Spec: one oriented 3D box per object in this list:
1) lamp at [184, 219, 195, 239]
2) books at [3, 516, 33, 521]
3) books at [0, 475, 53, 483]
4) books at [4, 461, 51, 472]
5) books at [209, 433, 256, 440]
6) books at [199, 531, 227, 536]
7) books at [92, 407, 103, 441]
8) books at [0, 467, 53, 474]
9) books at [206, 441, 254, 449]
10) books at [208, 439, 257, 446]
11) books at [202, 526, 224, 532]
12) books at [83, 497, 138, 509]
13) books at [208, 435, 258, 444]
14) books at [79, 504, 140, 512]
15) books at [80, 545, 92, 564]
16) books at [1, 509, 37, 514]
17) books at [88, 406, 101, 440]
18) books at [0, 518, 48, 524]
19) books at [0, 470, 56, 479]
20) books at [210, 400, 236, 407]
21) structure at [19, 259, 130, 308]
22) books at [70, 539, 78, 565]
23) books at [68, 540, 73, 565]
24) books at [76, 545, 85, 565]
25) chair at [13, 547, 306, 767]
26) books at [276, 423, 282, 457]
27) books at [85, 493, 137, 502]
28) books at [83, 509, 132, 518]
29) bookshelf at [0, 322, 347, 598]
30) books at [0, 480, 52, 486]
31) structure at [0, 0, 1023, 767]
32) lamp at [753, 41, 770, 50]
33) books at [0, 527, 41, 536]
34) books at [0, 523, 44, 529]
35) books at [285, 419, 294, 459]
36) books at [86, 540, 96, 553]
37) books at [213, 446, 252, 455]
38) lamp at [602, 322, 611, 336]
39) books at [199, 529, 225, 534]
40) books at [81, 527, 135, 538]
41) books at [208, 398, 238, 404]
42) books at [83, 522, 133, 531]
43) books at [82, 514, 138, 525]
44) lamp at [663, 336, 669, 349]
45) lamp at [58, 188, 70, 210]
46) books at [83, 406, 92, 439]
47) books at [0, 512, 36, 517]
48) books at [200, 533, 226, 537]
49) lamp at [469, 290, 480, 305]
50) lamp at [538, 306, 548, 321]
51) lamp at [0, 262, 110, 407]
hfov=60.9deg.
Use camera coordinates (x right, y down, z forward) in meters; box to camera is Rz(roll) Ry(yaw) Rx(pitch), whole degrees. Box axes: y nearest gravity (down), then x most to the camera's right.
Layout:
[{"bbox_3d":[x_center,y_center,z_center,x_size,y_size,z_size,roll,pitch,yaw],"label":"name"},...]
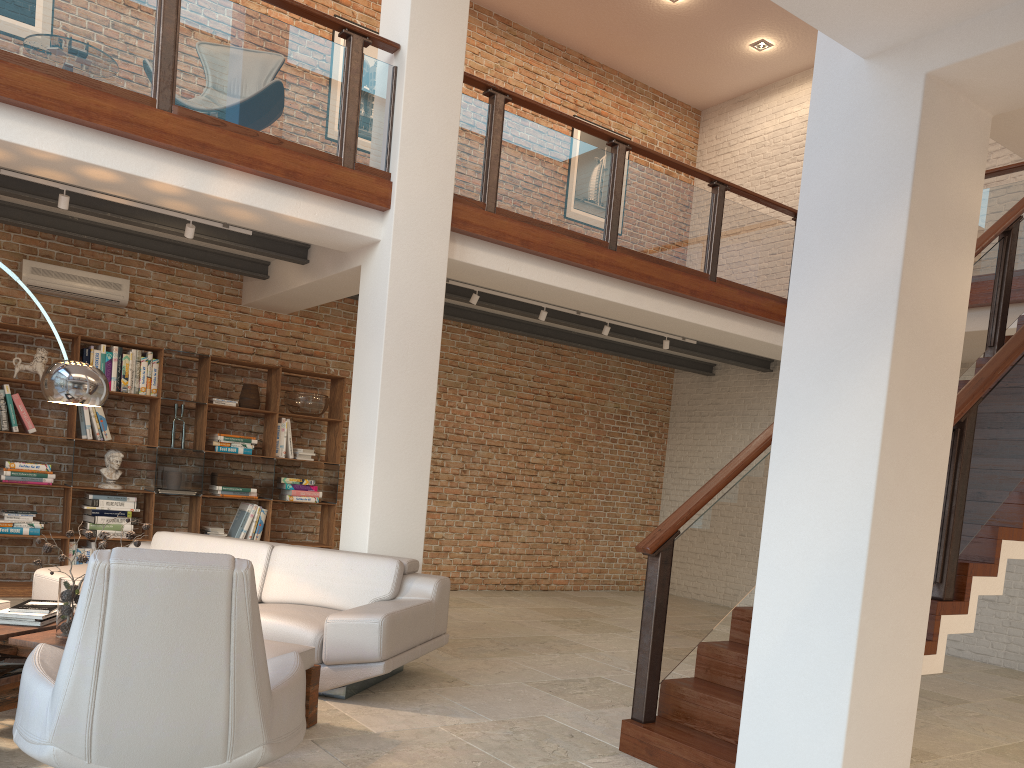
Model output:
[{"bbox_3d":[-2.181,-1.044,5.902,0.061,0.116,0.094,4,0,-29],"label":"lamp"},{"bbox_3d":[-4.101,1.109,7.236,0.208,0.034,0.132,10,-7,-35],"label":"books"},{"bbox_3d":[-4.032,0.781,7.210,0.383,0.036,0.243,11,-8,-40],"label":"books"},{"bbox_3d":[-4.015,0.680,7.222,0.329,0.055,0.253,9,-7,-33],"label":"books"},{"bbox_3d":[-2.625,0.492,8.171,0.359,0.020,0.270,10,-8,-37],"label":"books"},{"bbox_3d":[-2.804,1.404,8.188,0.172,0.019,0.235,11,-9,-42],"label":"books"},{"bbox_3d":[-3.590,0.307,7.480,0.125,0.349,0.269,3,1,-36],"label":"books"},{"bbox_3d":[-4.026,0.717,7.221,0.359,0.020,0.270,10,-8,-37],"label":"books"},{"bbox_3d":[-2.644,0.573,8.167,0.383,0.036,0.243,10,-8,-35],"label":"books"},{"bbox_3d":[-2.622,0.548,8.166,0.383,0.018,0.243,11,-9,-42],"label":"books"},{"bbox_3d":[-2.802,1.360,8.176,0.134,0.034,0.204,10,-8,-40],"label":"books"},{"bbox_3d":[-3.513,1.042,7.627,0.383,0.064,0.243,11,-8,-41],"label":"books"},{"bbox_3d":[-2.614,0.520,8.159,0.383,0.036,0.243,11,-8,-42],"label":"books"},{"bbox_3d":[-3.513,1.083,7.610,0.448,0.020,0.270,10,-8,-35],"label":"books"},{"bbox_3d":[-3.699,1.573,7.553,0.056,0.330,0.252,2,2,-36],"label":"books"},{"bbox_3d":[-4.086,1.056,7.223,0.254,0.017,0.161,10,-8,-35],"label":"books"},{"bbox_3d":[-3.602,0.304,7.460,0.125,0.349,0.269,3,1,-36],"label":"books"},{"bbox_3d":[-4.089,1.134,7.220,0.383,0.018,0.243,11,-9,-42],"label":"books"},{"bbox_3d":[-4.015,0.745,7.208,0.383,0.036,0.243,11,-8,-42],"label":"books"},{"bbox_3d":[-2.666,0.183,8.027,0.208,0.034,0.132,10,-7,-35],"label":"books"},{"bbox_3d":[-3.695,-0.843,7.380,0.820,0.219,0.198,9,-3,-35],"label":"structure"},{"bbox_3d":[-3.789,1.533,7.503,0.037,0.384,0.241,2,3,-36],"label":"books"},{"bbox_3d":[-3.809,1.528,7.468,0.037,0.384,0.241,2,3,-36],"label":"books"},{"bbox_3d":[-3.748,1.566,7.525,0.058,0.330,0.252,2,2,-36],"label":"books"},{"bbox_3d":[-1.193,1.036,3.028,1.032,1.017,0.967,6,-1,-19],"label":"chair"},{"bbox_3d":[-2.300,0.539,8.393,0.056,0.330,0.252,2,2,-36],"label":"books"},{"bbox_3d":[-3.510,0.990,7.617,0.383,0.036,0.243,10,-8,-35],"label":"books"},{"bbox_3d":[-3.523,1.118,7.593,0.330,0.055,0.253,11,-8,-40],"label":"books"},{"bbox_3d":[-3.056,0.823,7.888,3.060,2.202,0.361,7,2,-35],"label":"bookshelf"},{"bbox_3d":[-4.031,0.811,7.223,0.359,0.020,0.270,10,-8,-35],"label":"books"},{"bbox_3d":[2.010,-0.231,3.215,10.247,4.136,13.778,9,-7,-35],"label":"structure"},{"bbox_3d":[2.777,-3.780,9.697,0.125,0.055,0.123,9,-6,-35],"label":"lamp"},{"bbox_3d":[-4.092,1.209,7.229,0.329,0.055,0.254,8,-7,-25],"label":"books"},{"bbox_3d":[-4.110,1.160,7.221,0.383,0.036,0.243,10,-8,-35],"label":"books"},{"bbox_3d":[-2.204,0.531,8.485,0.102,0.384,0.241,3,2,-36],"label":"books"},{"bbox_3d":[-3.659,1.555,7.606,0.079,0.386,0.241,3,2,-36],"label":"books"},{"bbox_3d":[-2.626,0.622,8.176,0.329,0.055,0.254,8,-7,-25],"label":"books"},{"bbox_3d":[0.876,-0.506,8.101,0.061,0.129,0.085,4,1,-33],"label":"lamp"},{"bbox_3d":[-2.812,1.383,8.167,0.164,0.017,0.251,10,-8,-35],"label":"books"},{"bbox_3d":[-3.530,1.302,7.623,0.383,0.064,0.243,11,-8,-41],"label":"books"},{"bbox_3d":[-2.672,0.156,8.027,0.239,0.019,0.170,11,-9,-42],"label":"books"},{"bbox_3d":[-3.537,1.242,7.633,0.365,0.055,0.281,9,-7,-33],"label":"books"},{"bbox_3d":[-3.513,1.184,7.623,0.242,0.064,0.384,0,-8,41],"label":"books"},{"bbox_3d":[1.513,-0.396,8.553,0.059,0.129,0.087,6,1,15],"label":"lamp"},{"bbox_3d":[-2.799,-1.147,5.444,0.061,0.129,0.085,4,1,-33],"label":"lamp"},{"bbox_3d":[-3.638,0.279,7.420,0.104,0.384,0.241,3,2,-36],"label":"books"},{"bbox_3d":[-4.107,1.082,7.236,0.239,0.019,0.170,11,-9,-42],"label":"books"},{"bbox_3d":[-2.807,1.417,8.180,0.157,0.008,0.241,11,-8,-40],"label":"books"},{"bbox_3d":[-0.311,-0.713,7.240,0.085,0.129,0.059,6,2,24],"label":"lamp"},{"bbox_3d":[0.273,-0.611,7.665,0.061,0.129,0.085,4,1,-33],"label":"lamp"},{"bbox_3d":[-3.149,0.359,4.550,2.032,2.357,0.316,5,4,1],"label":"lamp"}]
